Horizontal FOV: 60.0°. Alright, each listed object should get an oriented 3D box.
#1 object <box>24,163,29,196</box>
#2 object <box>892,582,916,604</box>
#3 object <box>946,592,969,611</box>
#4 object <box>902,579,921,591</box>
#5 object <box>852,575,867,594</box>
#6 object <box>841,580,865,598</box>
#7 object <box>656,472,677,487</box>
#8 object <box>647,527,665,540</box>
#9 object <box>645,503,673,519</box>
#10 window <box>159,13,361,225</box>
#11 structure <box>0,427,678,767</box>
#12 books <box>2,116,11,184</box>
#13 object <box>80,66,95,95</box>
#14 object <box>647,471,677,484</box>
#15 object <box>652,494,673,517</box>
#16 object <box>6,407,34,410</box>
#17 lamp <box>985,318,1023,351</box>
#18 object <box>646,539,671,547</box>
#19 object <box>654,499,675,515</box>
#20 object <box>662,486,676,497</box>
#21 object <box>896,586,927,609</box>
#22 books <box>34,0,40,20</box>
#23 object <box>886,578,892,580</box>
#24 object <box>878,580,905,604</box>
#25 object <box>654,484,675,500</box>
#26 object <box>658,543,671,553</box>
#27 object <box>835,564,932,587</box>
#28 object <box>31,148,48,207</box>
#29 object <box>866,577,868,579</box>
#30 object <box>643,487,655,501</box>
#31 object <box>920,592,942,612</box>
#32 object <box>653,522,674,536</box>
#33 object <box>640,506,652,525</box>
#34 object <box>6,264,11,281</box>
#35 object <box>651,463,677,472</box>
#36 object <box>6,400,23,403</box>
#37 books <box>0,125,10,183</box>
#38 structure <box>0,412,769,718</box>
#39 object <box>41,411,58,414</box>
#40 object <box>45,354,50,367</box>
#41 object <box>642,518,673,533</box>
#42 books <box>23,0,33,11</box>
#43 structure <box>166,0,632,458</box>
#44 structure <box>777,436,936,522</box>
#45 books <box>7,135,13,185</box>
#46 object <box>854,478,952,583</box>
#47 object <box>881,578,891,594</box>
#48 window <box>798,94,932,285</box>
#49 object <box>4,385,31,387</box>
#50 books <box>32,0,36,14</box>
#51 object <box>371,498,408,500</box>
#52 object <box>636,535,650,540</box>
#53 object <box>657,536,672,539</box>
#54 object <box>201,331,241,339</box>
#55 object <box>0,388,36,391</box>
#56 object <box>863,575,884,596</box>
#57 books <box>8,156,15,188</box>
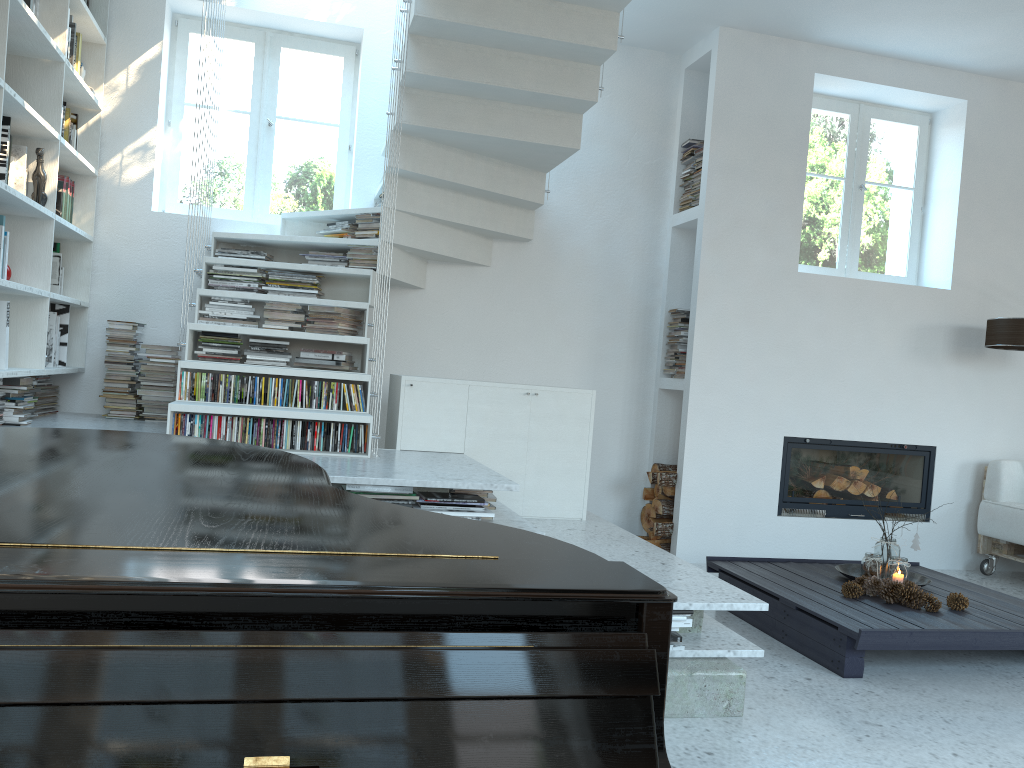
[{"bbox_3d":[-2.328,-0.919,4.074,0.179,0.212,0.022,4,1,-14],"label":"object"},{"bbox_3d":[1.697,0.906,3.858,0.108,0.108,0.094,5,1,44],"label":"object"},{"bbox_3d":[1.922,0.936,3.811,0.098,0.083,0.081,4,1,-9],"label":"object"},{"bbox_3d":[1.779,0.919,3.954,0.092,0.100,0.083,4,1,-9],"label":"object"},{"bbox_3d":[1.557,0.902,3.974,0.078,0.101,0.086,4,1,-40],"label":"object"},{"bbox_3d":[1.499,0.905,3.898,0.098,0.084,0.078,4,1,-14],"label":"object"},{"bbox_3d":[1.094,0.599,5.497,0.442,0.094,0.096,4,1,-17],"label":"object"},{"bbox_3d":[1.053,0.908,5.581,0.446,0.207,0.084,4,1,-19],"label":"object"},{"bbox_3d":[1.052,0.830,5.743,0.397,0.109,0.132,4,1,-29],"label":"object"},{"bbox_3d":[-1.536,-1.568,5.447,1.117,1.226,0.042,4,1,-14],"label":"window"},{"bbox_3d":[-0.641,0.576,1.484,1.334,0.833,1.917,4,1,-14],"label":"structure"},{"bbox_3d":[-2.232,-0.973,3.755,0.180,0.339,0.010,4,1,-14],"label":"books"},{"bbox_3d":[-2.323,-1.626,4.770,0.095,0.137,0.203,5,1,2],"label":"object"},{"bbox_3d":[1.078,0.602,5.703,0.418,0.101,0.110,4,1,-12],"label":"object"},{"bbox_3d":[1.061,0.814,5.679,0.405,0.225,0.068,4,1,-22],"label":"object"},{"bbox_3d":[-2.373,0.101,4.073,0.294,0.007,0.132,4,1,-11],"label":"object"},{"bbox_3d":[3.605,0.299,5.711,1.559,1.966,0.470,4,1,-28],"label":"lamp"},{"bbox_3d":[1.000,1.019,5.630,0.642,0.108,0.134,4,1,-26],"label":"object"},{"bbox_3d":[1.096,0.780,5.587,0.393,0.092,0.129,4,1,-19],"label":"object"},{"bbox_3d":[1.168,0.669,5.607,0.434,0.103,0.141,4,1,-18],"label":"object"},{"bbox_3d":[1.709,0.914,3.786,0.114,0.101,0.110,4,1,-32],"label":"object"},{"bbox_3d":[-2.278,-1.680,4.087,0.169,0.265,0.031,4,1,-14],"label":"books"},{"bbox_3d":[1.752,0.923,4.135,0.038,0.043,0.039,4,1,-43],"label":"object"},{"bbox_3d":[1.632,0.894,3.817,0.097,0.106,0.090,5,1,7],"label":"object"},{"bbox_3d":[1.083,0.709,5.718,0.328,0.152,0.133,4,1,-17],"label":"object"},{"bbox_3d":[1.098,1.051,5.601,0.408,0.097,0.138,4,1,-20],"label":"object"},{"bbox_3d":[1.766,0.924,4.231,0.429,0.038,0.429,5,1,26],"label":"object"},{"bbox_3d":[-2.191,-0.945,4.105,0.075,0.288,0.087,5,1,21],"label":"object"},{"bbox_3d":[1.665,0.920,4.156,0.031,0.035,0.031,4,1,-14],"label":"object"},{"bbox_3d":[1.038,0.728,5.793,0.406,0.086,0.087,4,1,-16],"label":"object"},{"bbox_3d":[1.774,0.927,3.749,0.082,0.085,0.082,4,1,1],"label":"object"},{"bbox_3d":[1.071,0.903,5.499,0.442,0.094,0.096,4,1,-17],"label":"object"},{"bbox_3d":[1.063,0.877,5.782,0.439,0.148,0.128,4,1,-15],"label":"object"},{"bbox_3d":[-2.312,-0.500,3.980,0.115,0.116,0.115,4,1,-36],"label":"object"},{"bbox_3d":[1.086,0.595,5.786,0.332,0.140,0.141,4,1,-14],"label":"object"},{"bbox_3d":[-2.373,0.068,4.079,0.199,0.015,0.134,4,1,-14],"label":"object"},{"bbox_3d":[-2.232,-0.953,3.744,0.184,0.300,0.011,4,1,-14],"label":"books"},{"bbox_3d":[-0.946,0.622,3.942,3.113,0.659,2.898,4,1,-14],"label":"structure"},{"bbox_3d":[-2.580,0.146,4.688,0.205,0.007,0.367,4,1,-4],"label":"object"},{"bbox_3d":[-2.396,-0.123,4.519,0.071,0.072,0.071,5,1,35],"label":"object"},{"bbox_3d":[1.069,0.914,5.733,0.440,0.109,0.168,4,1,-26],"label":"object"},{"bbox_3d":[-2.133,-1.665,3.696,0.245,0.265,0.032,4,1,-14],"label":"books"},{"bbox_3d":[-0.478,-1.043,4.130,1.954,3.383,2.612,4,1,-14],"label":"structure"},{"bbox_3d":[2.152,0.647,5.990,1.211,0.584,0.734,4,1,-18],"label":"structure"},{"bbox_3d":[-2.265,-0.947,3.828,0.167,0.282,0.059,4,1,-14],"label":"books"},{"bbox_3d":[1.865,0.688,4.255,0.435,0.522,0.309,5,1,16],"label":"object"},{"bbox_3d":[1.671,0.911,3.945,0.091,0.086,0.106,4,1,0],"label":"object"},{"bbox_3d":[2.284,-1.273,5.909,1.117,1.226,0.072,4,1,-14],"label":"window"},{"bbox_3d":[-2.364,-0.002,4.065,0.259,0.005,0.141,4,1,-10],"label":"object"},{"bbox_3d":[-2.237,-1.679,3.968,0.177,0.272,0.036,4,1,-14],"label":"books"},{"bbox_3d":[-0.500,0.415,3.310,0.203,0.006,0.142,4,1,-16],"label":"object"},{"bbox_3d":[0.960,1.034,5.762,0.446,0.098,0.116,4,1,-18],"label":"object"},{"bbox_3d":[1.081,0.927,5.600,0.394,0.107,0.149,4,1,-24],"label":"object"},{"bbox_3d":[-1.413,-0.239,4.319,0.174,0.025,0.161,4,1,-10],"label":"object"},{"bbox_3d":[-2.366,0.015,4.068,0.295,0.004,0.144,4,1,-16],"label":"object"},{"bbox_3d":[1.605,0.898,3.931,0.099,0.102,0.097,4,1,-44],"label":"object"},{"bbox_3d":[-2.317,-0.918,3.963,0.155,0.213,0.025,4,1,-14],"label":"books"}]
